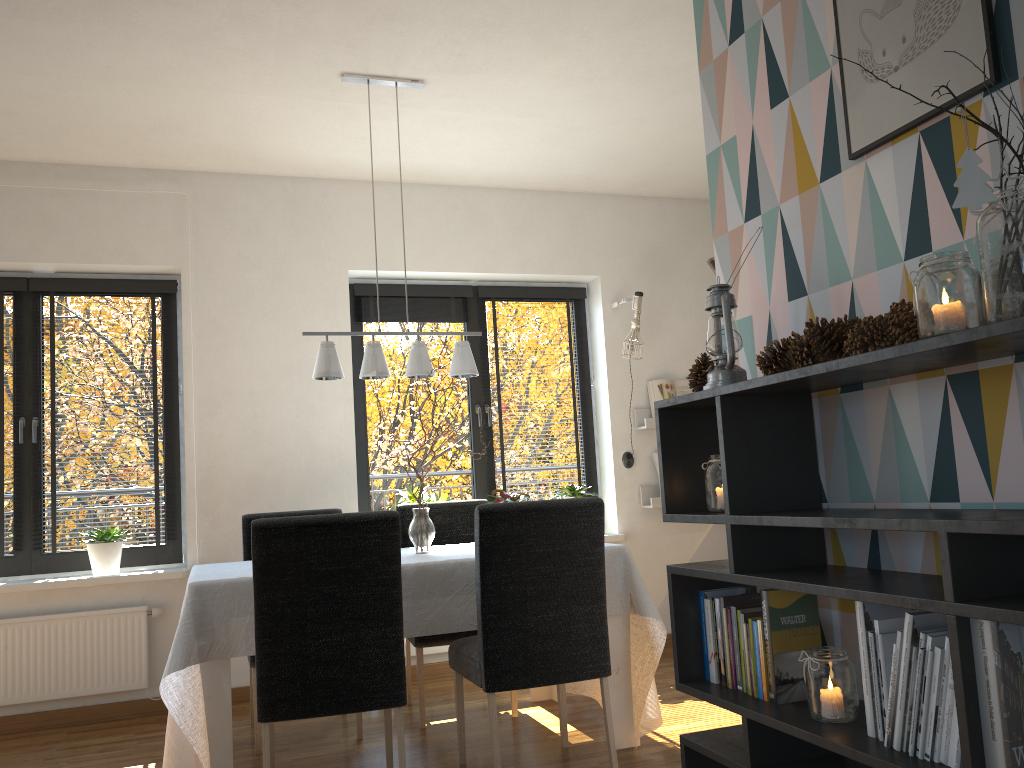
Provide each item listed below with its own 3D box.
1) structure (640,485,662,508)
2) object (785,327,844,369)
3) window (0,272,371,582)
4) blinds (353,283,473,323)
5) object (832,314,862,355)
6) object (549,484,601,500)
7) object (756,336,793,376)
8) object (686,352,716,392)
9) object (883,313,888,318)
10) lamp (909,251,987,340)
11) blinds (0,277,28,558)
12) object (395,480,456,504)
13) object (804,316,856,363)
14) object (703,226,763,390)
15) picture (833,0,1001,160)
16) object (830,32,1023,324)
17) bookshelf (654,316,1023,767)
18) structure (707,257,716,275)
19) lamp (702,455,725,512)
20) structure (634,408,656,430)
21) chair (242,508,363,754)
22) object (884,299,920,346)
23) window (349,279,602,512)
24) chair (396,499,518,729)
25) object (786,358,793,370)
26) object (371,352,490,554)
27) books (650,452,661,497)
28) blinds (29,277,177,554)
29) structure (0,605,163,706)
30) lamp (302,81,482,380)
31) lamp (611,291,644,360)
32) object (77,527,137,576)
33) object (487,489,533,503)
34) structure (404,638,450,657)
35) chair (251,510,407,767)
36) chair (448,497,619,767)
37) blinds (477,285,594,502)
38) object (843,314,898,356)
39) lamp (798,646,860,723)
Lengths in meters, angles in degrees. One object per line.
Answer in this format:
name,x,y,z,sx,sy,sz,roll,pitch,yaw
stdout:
structure,1.081,0.672,5.402,0.594,0.129,0.147,-1,-7,-19
object,0.605,-0.066,1.774,0.114,0.101,0.110,1,-8,-37
window,-5.517,3.870,15.583,12.974,18.343,21.859,-5,-6,11
blinds,-0.575,-0.475,5.237,0.710,0.229,0.049,-1,-6,-19
object,0.684,-0.088,1.751,0.097,0.106,0.090,-4,-6,2
object,0.355,0.749,5.261,0.292,0.315,0.354,0,-7,-28
object,0.537,-0.050,1.804,0.082,0.084,0.082,-3,-6,-4
object,0.460,-0.024,2.128,0.078,0.101,0.086,-3,-6,-5
object,0.721,-0.095,1.640,0.097,0.102,0.099,-9,-8,41
lamp,0.682,-0.135,1.389,0.098,0.130,0.106,-3,-6,-7
blinds,-2.798,0.162,4.398,0.710,1.420,0.049,-1,-6,-19
object,-0.472,0.729,4.953,0.333,0.384,0.300,-3,-6,-4
object,0.622,-0.081,1.704,0.108,0.108,0.094,-8,-8,38
object,0.512,-0.174,2.061,0.163,0.383,0.155,-3,-6,-3
picture,0.748,-0.766,1.702,0.014,0.558,0.366,-1,-6,-19
object,0.696,-0.345,1.282,0.426,0.521,0.298,-1,-7,-22
bookshelf,0.690,0.561,1.618,0.237,1.199,1.191,-1,-7,-19
structure,0.813,-0.538,2.578,0.495,0.774,0.185,-1,-6,-19
lamp,0.501,0.231,2.076,0.098,0.130,0.106,-3,-6,-7
structure,1.053,0.204,5.450,0.594,0.129,0.147,-1,-7,-19
chair,-0.930,1.044,3.908,0.461,0.959,0.545,-1,-6,-19
object,0.699,-0.106,1.550,0.083,0.099,0.092,-4,-6,6
window,-0.208,0.158,5.326,1.561,1.585,0.120,-1,-6,-19
chair,-0.265,1.031,4.137,0.461,0.959,0.545,-2,-6,-14
object,0.592,-0.048,1.849,0.098,0.084,0.078,-1,-7,-19
object,-0.370,0.307,3.673,0.403,0.784,0.616,2,-8,-44
books,1.012,0.566,5.404,0.283,0.330,0.139,-1,-6,-21
blinds,-2.116,0.148,4.634,0.710,1.420,0.049,-1,-6,-19
structure,-2.317,1.336,4.191,1.457,0.459,0.078,-1,-6,-20
lamp,-0.519,-0.664,3.766,0.759,1.282,0.131,-1,-6,-19
lamp,0.711,-0.335,5.330,0.131,0.394,0.312,-2,-6,-14
object,-2.034,0.837,4.447,0.267,0.237,0.284,1,-8,-37
object,-0.004,0.754,5.081,0.380,0.308,0.371,3,-9,-44
structure,-0.149,1.293,4.939,1.457,0.459,0.078,-1,-6,-18
chair,-0.614,0.917,2.982,0.461,0.959,0.545,-2,-6,-14
chair,0.051,0.904,3.211,0.461,0.959,0.545,-1,-6,-19
blinds,0.166,0.103,5.420,0.710,1.420,0.049,-1,-6,-19
object,0.656,-0.081,1.618,0.091,0.086,0.106,-3,-6,-5
lamp,0.623,0.589,1.744,0.106,0.130,0.098,-5,-6,16
